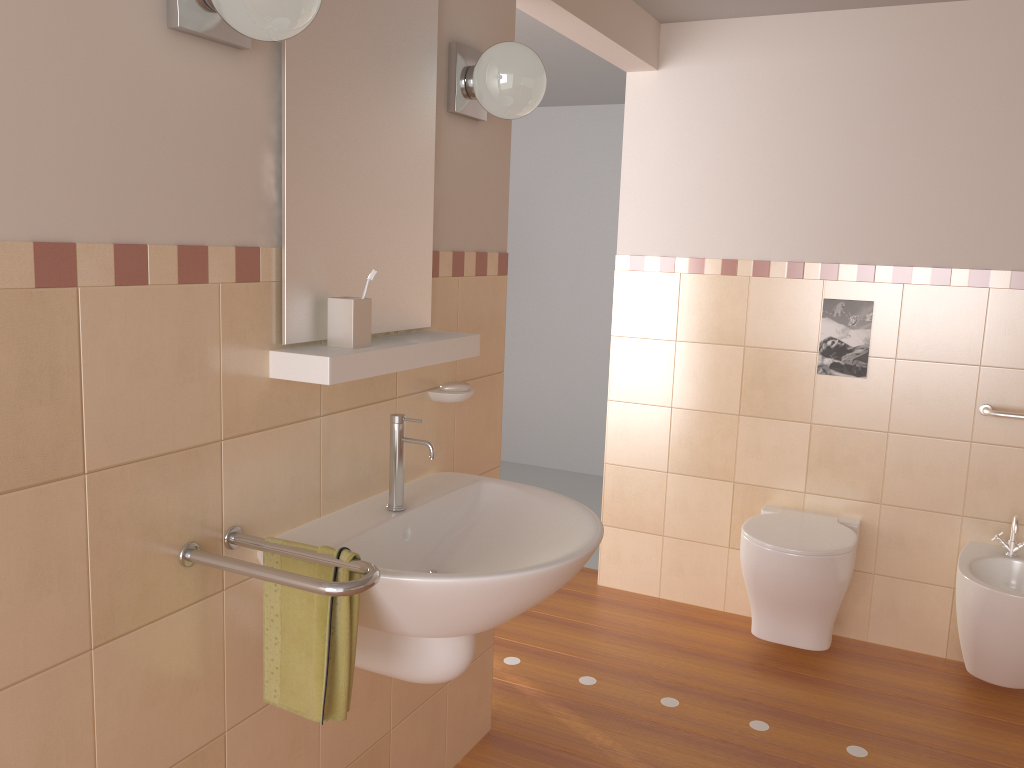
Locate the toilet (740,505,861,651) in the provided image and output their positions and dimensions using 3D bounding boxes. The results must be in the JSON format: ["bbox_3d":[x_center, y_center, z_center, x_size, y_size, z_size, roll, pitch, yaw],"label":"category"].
[{"bbox_3d":[1.009,0.699,3.142,0.375,0.400,0.534,6,10,26],"label":"toilet"}]

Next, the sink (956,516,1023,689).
[{"bbox_3d":[1.609,0.707,2.855,0.335,0.517,0.515,6,10,26],"label":"sink"}]

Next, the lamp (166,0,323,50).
[{"bbox_3d":[-0.385,-0.606,1.335,0.209,0.173,0.173,6,10,26],"label":"lamp"}]

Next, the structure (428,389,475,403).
[{"bbox_3d":[-0.137,0.029,2.133,0.092,0.029,0.117,6,10,25],"label":"structure"}]

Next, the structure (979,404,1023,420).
[{"bbox_3d":[1.724,0.107,2.956,0.295,0.042,0.091,6,10,26],"label":"structure"}]

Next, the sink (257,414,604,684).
[{"bbox_3d":[-0.092,0.335,1.784,0.539,0.516,0.683,6,10,26],"label":"sink"}]

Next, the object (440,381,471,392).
[{"bbox_3d":[-0.136,0.007,2.131,0.075,0.023,0.050,1,9,-9],"label":"object"}]

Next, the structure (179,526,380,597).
[{"bbox_3d":[-0.365,0.292,1.439,0.333,0.042,0.142,6,10,26],"label":"structure"}]

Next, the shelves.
[{"bbox_3d":[-0.257,-0.063,1.812,0.138,0.050,0.554,6,10,26],"label":"shelves"}]

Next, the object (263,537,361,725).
[{"bbox_3d":[-0.340,0.412,1.507,0.181,0.306,0.085,10,12,41],"label":"object"}]

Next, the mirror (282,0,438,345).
[{"bbox_3d":[-0.287,-0.495,1.768,0.008,0.799,0.502,6,10,26],"label":"mirror"}]

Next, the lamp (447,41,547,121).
[{"bbox_3d":[-0.022,-0.706,2.069,0.209,0.173,0.173,6,10,26],"label":"lamp"}]

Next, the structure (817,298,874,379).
[{"bbox_3d":[1.207,-0.166,3.218,0.170,0.279,0.005,6,10,26],"label":"structure"}]

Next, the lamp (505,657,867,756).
[{"bbox_3d":[-0.208,1.197,1.439,2.893,0.001,3.173,6,10,26],"label":"lamp"}]

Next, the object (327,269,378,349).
[{"bbox_3d":[-0.302,-0.145,1.682,0.073,0.149,0.063,6,10,26],"label":"object"}]
